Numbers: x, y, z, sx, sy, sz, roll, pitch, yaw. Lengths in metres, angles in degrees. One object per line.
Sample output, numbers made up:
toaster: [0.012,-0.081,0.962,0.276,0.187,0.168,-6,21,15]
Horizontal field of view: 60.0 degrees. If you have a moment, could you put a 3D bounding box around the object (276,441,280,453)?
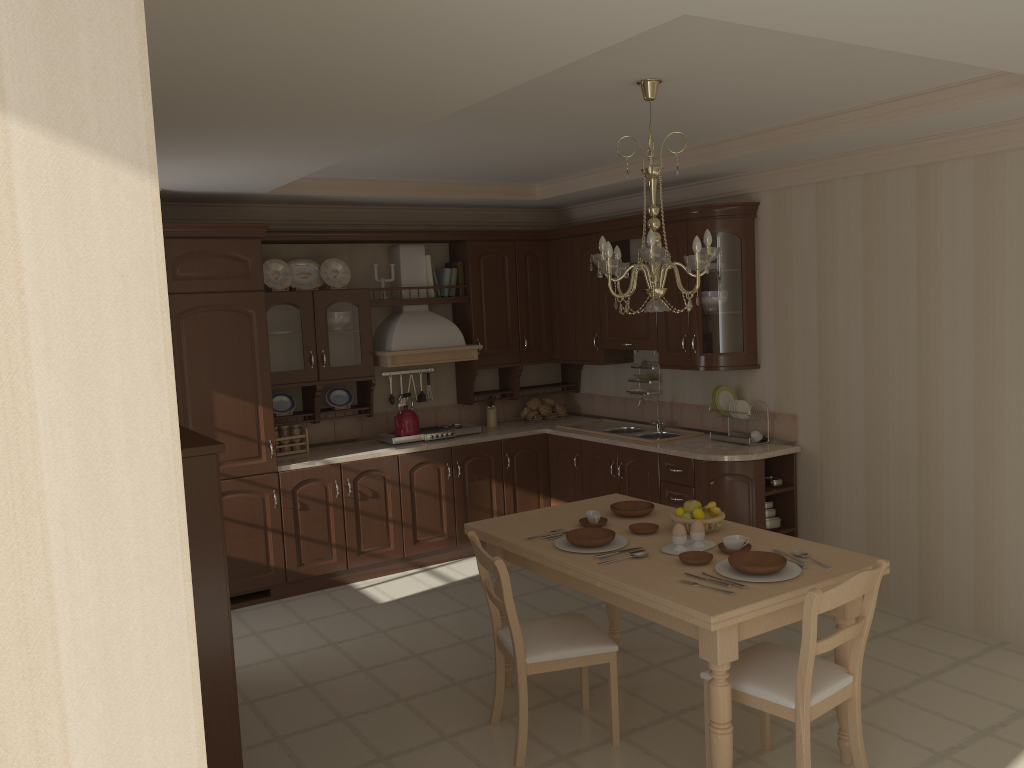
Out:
object: [-1.575,0.422,5.870,0.068,0.088,0.068,-4,6,-16]

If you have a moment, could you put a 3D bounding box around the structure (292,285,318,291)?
structure: [-1.395,-0.690,5.963,0.154,0.126,0.080,-6,6,-32]

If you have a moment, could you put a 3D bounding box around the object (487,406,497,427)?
object: [-0.154,0.248,6.821,0.078,0.148,0.151,-2,5,5]

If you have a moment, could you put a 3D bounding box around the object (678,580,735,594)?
object: [0.663,0.693,3.030,0.028,0.004,0.218,-8,7,-42]

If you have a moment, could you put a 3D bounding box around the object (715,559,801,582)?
object: [0.881,0.666,3.181,0.299,0.009,0.299,1,7,36]

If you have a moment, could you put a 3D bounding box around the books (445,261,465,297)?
books: [-0.421,-0.777,6.596,0.052,0.254,0.205,-6,6,-32]

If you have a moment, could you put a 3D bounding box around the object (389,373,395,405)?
object: [-0.879,0.038,6.464,0.048,0.231,0.015,-6,6,-31]

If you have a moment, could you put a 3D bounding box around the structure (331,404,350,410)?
structure: [-1.190,0.110,6.145,0.110,0.126,0.080,-6,6,-32]

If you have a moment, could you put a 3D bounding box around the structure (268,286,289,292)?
structure: [-1.533,-0.669,5.811,0.110,0.126,0.080,-6,6,-32]

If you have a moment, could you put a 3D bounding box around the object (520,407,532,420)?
object: [0.111,0.229,6.974,0.092,0.109,0.123,0,6,25]

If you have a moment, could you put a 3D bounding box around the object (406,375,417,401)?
object: [-0.745,0.029,6.551,0.089,0.195,0.005,-6,6,-32]

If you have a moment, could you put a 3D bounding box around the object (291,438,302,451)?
object: [-1.450,0.407,5.963,0.068,0.088,0.068,-4,6,-16]

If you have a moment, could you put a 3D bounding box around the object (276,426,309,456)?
object: [-1.516,0.387,5.914,0.276,0.170,0.140,-7,7,-37]

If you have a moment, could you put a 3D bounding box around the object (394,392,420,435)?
object: [-0.735,0.207,6.175,0.181,0.282,0.227,-4,5,-9]

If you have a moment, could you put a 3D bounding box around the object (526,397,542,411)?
object: [0.173,0.156,6.956,0.118,0.105,0.100,-7,7,-37]

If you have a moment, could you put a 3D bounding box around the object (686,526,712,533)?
object: [0.786,0.615,3.766,0.128,0.011,0.128,-2,5,9]

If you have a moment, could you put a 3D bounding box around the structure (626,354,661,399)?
structure: [0.941,-0.073,6.386,0.131,0.361,0.256,-6,6,-32]

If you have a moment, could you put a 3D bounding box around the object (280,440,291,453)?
object: [-1.512,0.414,5.917,0.068,0.088,0.068,-4,6,-16]

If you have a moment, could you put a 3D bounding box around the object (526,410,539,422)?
object: [0.161,0.250,6.924,0.104,0.092,0.114,-1,5,15]

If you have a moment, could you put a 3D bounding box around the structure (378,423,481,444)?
structure: [-0.572,0.349,6.342,0.710,0.054,0.325,-6,6,-32]

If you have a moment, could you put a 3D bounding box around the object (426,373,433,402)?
object: [-0.621,0.025,6.630,0.049,0.219,0.049,1,6,35]

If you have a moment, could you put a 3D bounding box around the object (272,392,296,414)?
object: [-1.542,0.130,5.930,0.202,0.143,0.071,-6,6,-34]

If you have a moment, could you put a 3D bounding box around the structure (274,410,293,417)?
structure: [-1.537,0.146,5.929,0.110,0.126,0.080,-6,6,-32]

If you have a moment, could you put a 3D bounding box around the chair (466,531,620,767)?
chair: [0.119,1.024,3.598,0.517,0.846,0.462,-4,6,-15]

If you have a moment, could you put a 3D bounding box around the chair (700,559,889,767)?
chair: [0.993,1.026,3.131,0.462,0.846,0.517,-7,7,-39]

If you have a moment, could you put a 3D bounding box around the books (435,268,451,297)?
books: [-0.522,-0.744,6.541,0.086,0.209,0.205,-6,6,-32]

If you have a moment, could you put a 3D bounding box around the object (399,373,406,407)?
object: [-0.810,0.043,6.512,0.051,0.245,0.003,-6,6,-32]

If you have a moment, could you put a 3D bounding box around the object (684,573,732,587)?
object: [0.681,0.684,3.102,0.018,0.008,0.212,-7,7,-38]

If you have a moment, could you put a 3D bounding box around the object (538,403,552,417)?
object: [0.260,0.203,6.958,0.110,0.102,0.115,-3,5,-3]

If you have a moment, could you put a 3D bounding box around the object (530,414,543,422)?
object: [0.184,0.264,6.965,0.119,0.058,0.114,-1,6,23]

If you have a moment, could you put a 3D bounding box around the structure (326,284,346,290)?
structure: [-1.196,-0.705,6.024,0.110,0.126,0.080,-6,6,-32]

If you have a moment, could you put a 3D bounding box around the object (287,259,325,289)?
object: [-1.398,-0.738,5.963,0.342,0.209,0.073,-6,6,-31]

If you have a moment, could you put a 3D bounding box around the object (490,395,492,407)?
object: [-0.168,0.185,6.838,0.027,0.191,0.052,-1,5,13]

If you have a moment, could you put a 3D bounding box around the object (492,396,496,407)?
object: [-0.141,0.190,6.818,0.027,0.198,0.053,2,7,41]

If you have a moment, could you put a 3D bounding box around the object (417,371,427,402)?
object: [-0.680,0.019,6.608,0.088,0.236,0.028,-6,6,-32]

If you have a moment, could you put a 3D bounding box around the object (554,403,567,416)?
object: [0.383,0.202,7.035,0.097,0.106,0.117,-1,5,13]

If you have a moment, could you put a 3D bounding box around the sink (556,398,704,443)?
sink: [0.801,0.263,6.235,0.448,0.348,1.077,-6,6,-32]

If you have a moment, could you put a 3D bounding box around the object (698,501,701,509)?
object: [0.786,0.525,3.810,0.054,0.046,0.047,-2,5,9]

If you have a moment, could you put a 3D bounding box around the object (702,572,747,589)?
object: [0.735,0.682,3.091,0.022,0.008,0.218,-6,6,-30]

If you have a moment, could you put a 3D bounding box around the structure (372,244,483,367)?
structure: [-0.664,-0.574,6.329,0.753,0.845,0.455,-6,6,-32]

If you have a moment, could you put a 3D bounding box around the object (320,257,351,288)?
object: [-1.198,-0.756,6.023,0.220,0.210,0.068,-6,6,-34]

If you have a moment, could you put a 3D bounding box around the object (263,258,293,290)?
object: [-1.540,-0.719,5.807,0.220,0.210,0.068,-6,6,-34]

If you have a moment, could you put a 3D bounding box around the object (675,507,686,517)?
object: [0.719,0.550,3.780,0.045,0.047,0.055,-3,5,0]

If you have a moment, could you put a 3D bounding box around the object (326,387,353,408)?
object: [-1.195,0.093,6.146,0.202,0.143,0.071,-6,6,-34]

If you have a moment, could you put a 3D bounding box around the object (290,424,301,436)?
object: [-1.455,0.307,5.954,0.068,0.088,0.068,-4,6,-16]

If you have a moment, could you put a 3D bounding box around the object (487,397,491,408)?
object: [-0.176,0.198,6.810,0.027,0.198,0.053,2,7,41]

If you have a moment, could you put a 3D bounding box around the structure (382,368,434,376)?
structure: [-0.764,-0.089,6.541,0.422,0.020,0.008,-6,6,-32]

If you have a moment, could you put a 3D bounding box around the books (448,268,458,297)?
books: [-0.474,-0.748,6.560,0.080,0.209,0.205,-6,6,-32]

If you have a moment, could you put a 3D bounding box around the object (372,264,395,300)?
object: [-0.922,-0.717,6.236,0.174,0.248,0.163,-1,6,20]

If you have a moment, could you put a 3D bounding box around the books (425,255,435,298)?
books: [-0.630,-0.782,6.469,0.042,0.305,0.194,-6,6,-32]

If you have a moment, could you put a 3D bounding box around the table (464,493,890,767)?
table: [0.597,1.027,3.687,0.900,0.774,1.567,-6,6,-32]

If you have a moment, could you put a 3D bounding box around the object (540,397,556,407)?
object: [0.282,0.145,7.045,0.112,0.078,0.125,-7,7,-38]

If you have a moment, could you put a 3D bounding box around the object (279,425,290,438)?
object: [-1.517,0.315,5.908,0.068,0.088,0.068,-4,6,-16]

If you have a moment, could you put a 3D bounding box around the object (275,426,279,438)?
object: [-1.579,0.322,5.861,0.068,0.088,0.068,-4,6,-16]

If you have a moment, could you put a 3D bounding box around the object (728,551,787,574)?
object: [0.879,0.647,3.179,0.204,0.042,0.204,0,6,28]

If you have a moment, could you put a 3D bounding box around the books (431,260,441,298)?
books: [-0.600,-0.768,6.496,0.068,0.271,0.194,-6,6,-32]
